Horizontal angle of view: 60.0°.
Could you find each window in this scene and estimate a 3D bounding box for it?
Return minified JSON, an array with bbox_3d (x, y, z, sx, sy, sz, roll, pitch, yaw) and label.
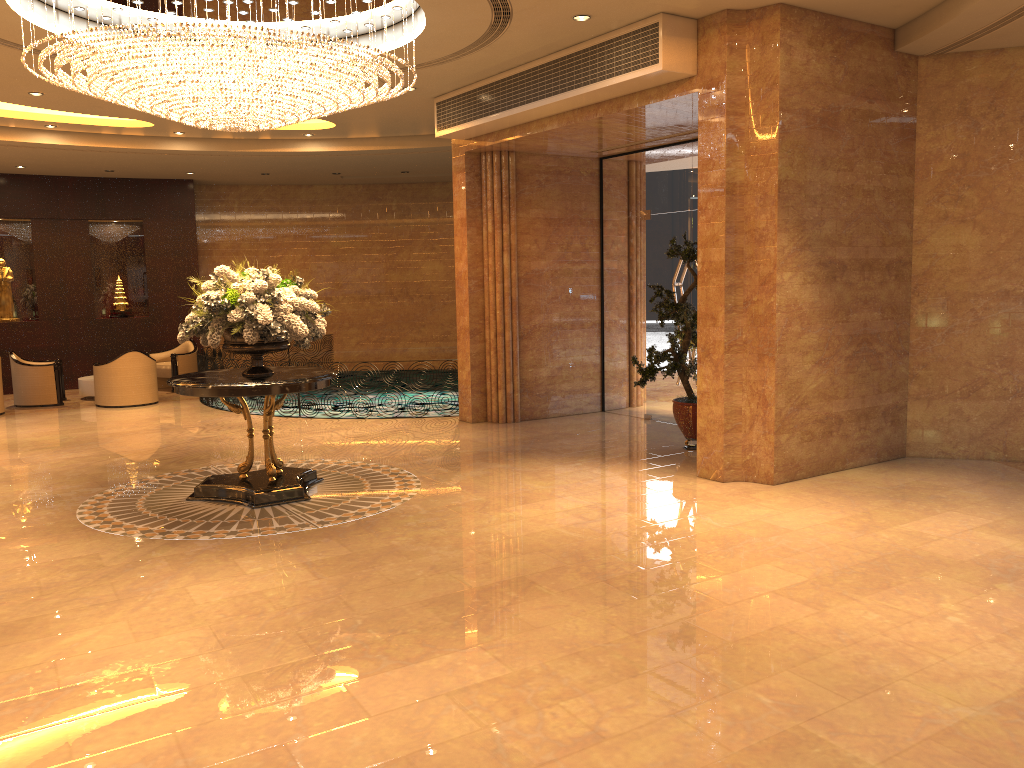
[{"bbox_3d":[2.239,-1.203,11.013,0.047,3.571,3.515,-6,8,-33],"label":"window"}]

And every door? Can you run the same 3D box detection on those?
[{"bbox_3d":[2.248,-0.829,11.056,0.195,2.758,1.880,-6,8,-33],"label":"door"}]

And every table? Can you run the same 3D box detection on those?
[{"bbox_3d":[-2.327,0.451,8.102,1.493,1.089,1.493,-7,9,-40],"label":"table"},{"bbox_3d":[-6.945,0.046,15.572,1.196,0.354,1.196,-2,7,-6],"label":"table"}]

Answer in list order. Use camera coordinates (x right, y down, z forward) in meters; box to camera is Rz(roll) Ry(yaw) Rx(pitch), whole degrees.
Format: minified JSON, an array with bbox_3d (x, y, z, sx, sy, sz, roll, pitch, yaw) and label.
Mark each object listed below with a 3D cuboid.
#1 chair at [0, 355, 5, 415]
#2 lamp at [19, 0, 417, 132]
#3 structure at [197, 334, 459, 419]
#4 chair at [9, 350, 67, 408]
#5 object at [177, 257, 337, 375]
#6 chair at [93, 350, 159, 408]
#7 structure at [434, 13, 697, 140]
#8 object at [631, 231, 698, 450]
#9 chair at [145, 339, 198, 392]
[{"bbox_3d":[-8.191,0.031,13.509,0.769,0.916,0.951,-3,7,-18],"label":"chair"},{"bbox_3d":[-2.441,-2.810,7.688,3.206,1.196,3.204,-1,7,3],"label":"lamp"},{"bbox_3d":[-3.534,-0.166,15.620,3.815,0.995,7.624,-3,7,-15],"label":"structure"},{"bbox_3d":[-7.881,-0.119,14.730,0.769,0.916,0.951,-4,7,-23],"label":"chair"},{"bbox_3d":[-2.316,-0.584,7.967,1.277,0.999,1.318,-2,7,-3],"label":"object"},{"bbox_3d":[-6.236,-0.116,14.414,0.951,0.916,0.769,-6,8,-38],"label":"chair"},{"bbox_3d":[0.346,-3.182,9.549,0.425,0.483,4.113,-6,8,-33],"label":"structure"},{"bbox_3d":[1.911,-0.465,9.728,0.843,2.363,1.250,4,8,37],"label":"object"},{"bbox_3d":[-6.269,-0.358,16.494,0.951,0.916,0.769,3,8,31],"label":"chair"}]
